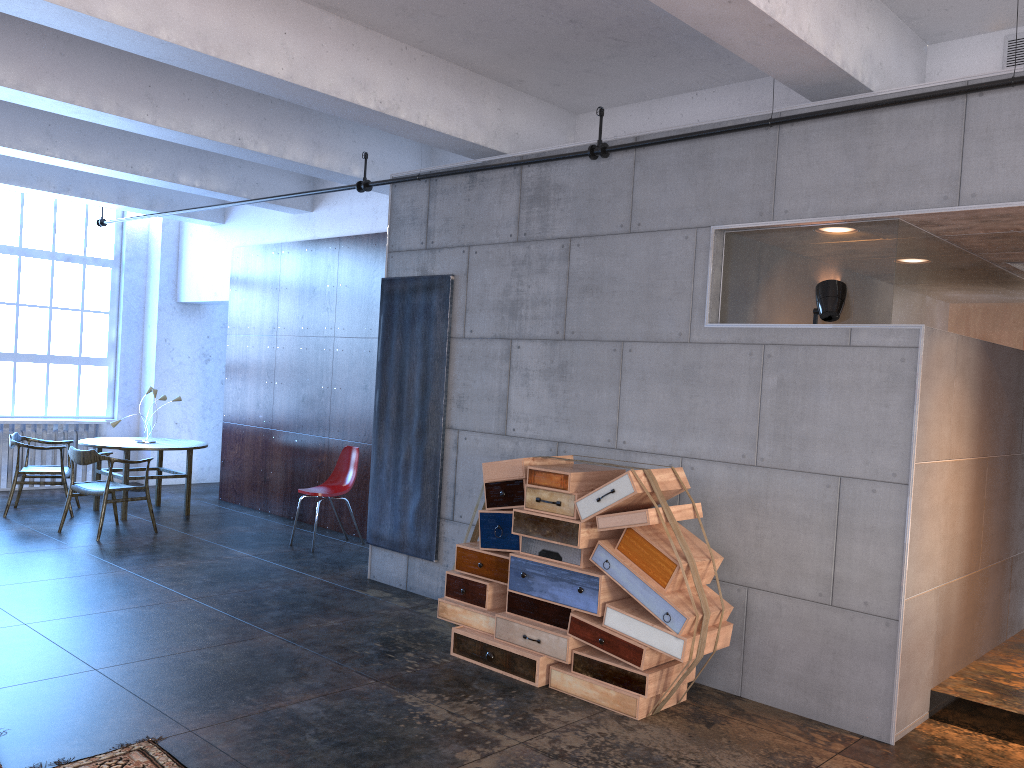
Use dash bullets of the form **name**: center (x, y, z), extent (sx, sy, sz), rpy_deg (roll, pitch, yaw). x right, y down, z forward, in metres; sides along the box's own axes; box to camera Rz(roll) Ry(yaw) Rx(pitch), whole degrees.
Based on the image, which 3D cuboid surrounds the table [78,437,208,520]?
- **table**: center (-4.102, 1.072, 9.848), extent (1.314, 0.852, 1.305), rpy_deg (3, 1, -3)

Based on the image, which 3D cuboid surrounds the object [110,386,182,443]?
- **object**: center (-4.044, 0.332, 9.821), extent (0.791, 0.624, 0.234), rpy_deg (3, 2, -45)

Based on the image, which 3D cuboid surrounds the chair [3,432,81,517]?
- **chair**: center (-5.016, 0.969, 9.502), extent (0.683, 0.865, 0.717), rpy_deg (3, 1, -21)

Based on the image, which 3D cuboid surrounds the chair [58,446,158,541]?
- **chair**: center (-3.931, 1.041, 8.652), extent (0.714, 0.865, 0.685), rpy_deg (4, 1, 30)

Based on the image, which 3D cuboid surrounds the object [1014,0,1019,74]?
- **object**: center (6.875, 0.993, 1.336), extent (0.059, 0.060, 0.050), rpy_deg (3, 1, -13)

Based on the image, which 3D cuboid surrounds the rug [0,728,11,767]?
- **rug**: center (-2.115, 1.591, 2.255), extent (1.916, 0.048, 3.447), rpy_deg (3, 1, -38)

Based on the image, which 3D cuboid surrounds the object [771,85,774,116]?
- **object**: center (6.940, 1.010, 1.331), extent (0.063, 0.053, 0.051), rpy_deg (3, 1, 0)

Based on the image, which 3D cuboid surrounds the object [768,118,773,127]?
- **object**: center (6.929, 1.057, 1.306), extent (0.063, 0.053, 0.051), rpy_deg (3, 1, -4)

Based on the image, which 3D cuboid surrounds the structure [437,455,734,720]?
- **structure**: center (0.360, 1.088, 5.254), extent (1.871, 1.316, 0.652), rpy_deg (4, 1, 43)

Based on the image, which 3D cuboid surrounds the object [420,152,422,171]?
- **object**: center (6.949, 1.096, 1.256), extent (0.073, 0.063, 0.064), rpy_deg (4, 1, 8)

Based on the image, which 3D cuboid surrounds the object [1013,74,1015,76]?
- **object**: center (4.611, -0.197, 2.695), extent (5.528, 2.191, 0.057), rpy_deg (4, 2, 31)

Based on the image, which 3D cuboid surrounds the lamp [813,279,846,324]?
- **lamp**: center (1.749, -0.444, 4.873), extent (0.168, 0.259, 0.215), rpy_deg (4, 1, 24)

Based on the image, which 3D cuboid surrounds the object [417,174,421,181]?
- **object**: center (6.972, 1.024, 1.284), extent (0.053, 0.052, 0.061), rpy_deg (3, 1, 1)

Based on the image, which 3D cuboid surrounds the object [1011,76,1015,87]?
- **object**: center (6.936, 0.999, 1.218), extent (0.052, 0.051, 0.064), rpy_deg (4, 1, 35)

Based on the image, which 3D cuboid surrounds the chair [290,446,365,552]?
- **chair**: center (-1.764, 1.108, 8.681), extent (0.418, 0.988, 0.670), rpy_deg (5, 2, 43)
